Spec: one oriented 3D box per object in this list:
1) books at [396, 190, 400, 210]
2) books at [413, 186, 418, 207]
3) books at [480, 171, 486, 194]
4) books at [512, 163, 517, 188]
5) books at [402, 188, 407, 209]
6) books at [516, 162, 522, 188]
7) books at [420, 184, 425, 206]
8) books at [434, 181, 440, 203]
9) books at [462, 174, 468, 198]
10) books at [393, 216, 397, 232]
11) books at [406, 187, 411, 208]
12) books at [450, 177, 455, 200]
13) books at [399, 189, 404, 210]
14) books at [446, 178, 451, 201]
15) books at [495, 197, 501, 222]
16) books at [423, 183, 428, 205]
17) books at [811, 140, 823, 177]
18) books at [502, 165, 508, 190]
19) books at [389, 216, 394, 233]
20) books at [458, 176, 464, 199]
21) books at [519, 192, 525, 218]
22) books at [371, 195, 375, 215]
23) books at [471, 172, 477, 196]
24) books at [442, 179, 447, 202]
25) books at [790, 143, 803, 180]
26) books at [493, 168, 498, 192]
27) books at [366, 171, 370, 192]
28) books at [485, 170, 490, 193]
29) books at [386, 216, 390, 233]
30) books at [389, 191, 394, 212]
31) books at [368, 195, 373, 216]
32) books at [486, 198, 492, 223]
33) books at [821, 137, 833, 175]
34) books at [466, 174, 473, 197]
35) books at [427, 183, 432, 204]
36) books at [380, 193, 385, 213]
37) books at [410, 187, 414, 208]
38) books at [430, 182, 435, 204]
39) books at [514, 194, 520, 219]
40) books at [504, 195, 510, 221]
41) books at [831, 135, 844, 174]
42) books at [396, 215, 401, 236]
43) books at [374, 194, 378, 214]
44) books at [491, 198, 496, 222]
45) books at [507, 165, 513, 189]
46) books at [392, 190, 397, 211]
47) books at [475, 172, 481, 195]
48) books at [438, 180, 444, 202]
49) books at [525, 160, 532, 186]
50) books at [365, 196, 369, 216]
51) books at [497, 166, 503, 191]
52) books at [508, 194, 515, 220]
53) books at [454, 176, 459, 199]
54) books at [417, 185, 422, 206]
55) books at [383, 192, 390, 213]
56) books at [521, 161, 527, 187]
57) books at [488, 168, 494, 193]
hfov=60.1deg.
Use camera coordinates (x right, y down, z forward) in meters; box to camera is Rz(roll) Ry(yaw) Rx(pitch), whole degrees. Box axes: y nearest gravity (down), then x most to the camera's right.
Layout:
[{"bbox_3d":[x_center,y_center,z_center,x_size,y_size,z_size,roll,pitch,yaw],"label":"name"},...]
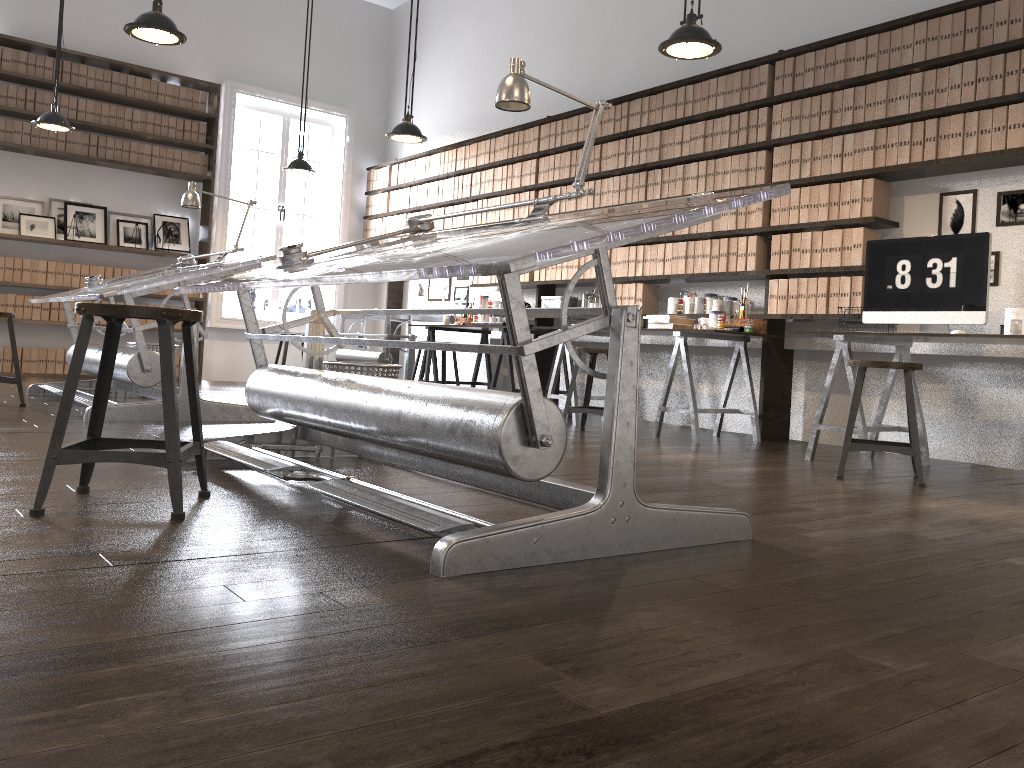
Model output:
[{"bbox_3d":[-1.134,-1.931,9.374,0.174,0.226,0.067,3,-1,-37],"label":"books"},{"bbox_3d":[-0.922,-1.909,9.097,0.174,0.226,0.067,3,-1,-37],"label":"books"},{"bbox_3d":[-0.199,-1.834,8.145,0.174,0.226,0.067,3,-1,-37],"label":"books"},{"bbox_3d":[0.091,-1.804,7.762,0.174,0.226,0.067,3,-1,-37],"label":"books"},{"bbox_3d":[-1.051,-1.922,9.276,0.174,0.226,0.067,3,-1,-37],"label":"books"},{"bbox_3d":[0.127,-1.799,7.702,0.174,0.226,0.067,3,-1,-37],"label":"books"},{"bbox_3d":[-0.834,-1.900,8.986,0.174,0.226,0.067,3,-1,-37],"label":"books"},{"bbox_3d":[-0.675,-1.883,8.768,0.174,0.226,0.067,3,-1,-37],"label":"books"},{"bbox_3d":[-0.374,-1.852,8.377,0.174,0.226,0.067,3,-1,-37],"label":"books"},{"bbox_3d":[-1.170,-1.665,9.408,0.174,0.226,0.067,3,-1,-37],"label":"books"},{"bbox_3d":[-1.011,-1.918,9.213,0.174,0.226,0.067,3,-1,-37],"label":"books"},{"bbox_3d":[-0.507,-1.865,8.542,0.174,0.226,0.067,3,-1,-37],"label":"books"},{"bbox_3d":[-1.092,-1.927,9.327,0.174,0.226,0.067,3,-1,-37],"label":"books"},{"bbox_3d":[-0.547,-1.870,8.602,0.174,0.226,0.067,3,-1,-37],"label":"books"},{"bbox_3d":[-0.058,-1.550,7.924,0.174,0.226,0.067,3,-1,-37],"label":"books"},{"bbox_3d":[-0.798,-1.896,8.929,0.174,0.226,0.067,3,-1,-37],"label":"books"},{"bbox_3d":[1.891,-1.346,5.347,0.174,0.226,0.067,3,-1,-37],"label":"books"},{"bbox_3d":[0.002,-1.813,7.870,0.174,0.226,0.067,3,-1,-37],"label":"books"},{"bbox_3d":[-1.215,-1.670,9.461,0.174,0.226,0.067,3,-1,-37],"label":"books"},{"bbox_3d":[-0.421,-1.857,8.437,0.174,0.226,0.067,3,-1,-37],"label":"books"},{"bbox_3d":[0.150,-1.528,7.655,0.174,0.226,0.067,3,-1,-37],"label":"books"},{"bbox_3d":[-1.460,-1.970,9.814,0.174,0.226,0.067,3,-1,-37],"label":"books"},{"bbox_3d":[-0.284,-1.843,8.258,0.174,0.226,0.067,3,-1,-37],"label":"books"},{"bbox_3d":[-0.586,-1.874,8.660,0.174,0.226,0.067,3,-1,-37],"label":"books"},{"bbox_3d":[1.799,-1.355,5.456,0.174,0.226,0.067,3,-1,-37],"label":"books"},{"bbox_3d":[-0.077,-1.821,7.980,0.174,0.226,0.067,3,-1,-37],"label":"books"},{"bbox_3d":[-1.538,-2.257,9.939,0.174,0.226,0.067,3,-1,-37],"label":"books"},{"bbox_3d":[-0.157,-1.829,8.088,0.174,0.226,0.067,3,-1,-37],"label":"books"},{"bbox_3d":[-1.261,-1.674,9.517,0.174,0.226,0.067,3,-1,-37],"label":"books"},{"bbox_3d":[-1.218,-1.940,9.492,0.174,0.226,0.067,3,-1,-37],"label":"books"},{"bbox_3d":[-1.506,-1.975,9.871,0.174,0.226,0.067,3,-1,-37],"label":"books"},{"bbox_3d":[-0.138,-1.558,8.039,0.174,0.226,0.067,3,-1,-37],"label":"books"},{"bbox_3d":[1.931,-1.342,5.290,0.174,0.226,0.067,3,-1,-37],"label":"books"},{"bbox_3d":[-0.334,-1.848,8.315,0.174,0.226,0.067,3,-1,-37],"label":"books"},{"bbox_3d":[-0.754,-1.891,8.879,0.174,0.226,0.067,3,-1,-37],"label":"books"},{"bbox_3d":[-1.340,-1.958,9.658,0.174,0.226,0.067,3,-1,-37],"label":"books"},{"bbox_3d":[-0.961,-1.913,9.157,0.174,0.226,0.067,3,-1,-37],"label":"books"},{"bbox_3d":[-0.717,-1.887,8.827,0.174,0.226,0.067,3,-1,-37],"label":"books"},{"bbox_3d":[0.108,-1.533,7.711,0.174,0.226,0.067,3,-1,-37],"label":"books"},{"bbox_3d":[0.026,-1.541,7.818,0.174,0.226,0.067,3,-1,-37],"label":"books"},{"bbox_3d":[1.971,-1.338,5.232,0.174,0.226,0.067,3,-1,-37],"label":"books"},{"bbox_3d":[-1.129,-1.661,9.351,0.174,0.226,0.067,3,-1,-37],"label":"books"},{"bbox_3d":[-1.421,-1.967,9.765,0.174,0.226,0.067,3,-1,-37],"label":"books"},{"bbox_3d":[-0.097,-1.554,7.982,0.174,0.226,0.067,3,-1,-37],"label":"books"},{"bbox_3d":[0.047,-1.808,7.816,0.174,0.226,0.067,3,-1,-37],"label":"books"},{"bbox_3d":[-1.177,-1.935,9.432,0.174,0.226,0.067,3,-1,-37],"label":"books"},{"bbox_3d":[-0.245,-1.838,8.199,0.174,0.226,0.067,3,-1,-37],"label":"books"},{"bbox_3d":[-0.630,-1.879,8.715,0.174,0.226,0.067,3,-1,-37],"label":"books"},{"bbox_3d":[0.208,-1.791,7.600,0.174,0.226,0.067,3,-1,-37],"label":"books"},{"bbox_3d":[-1.545,-1.979,9.929,0.174,0.226,0.067,3,-1,-37],"label":"books"},{"bbox_3d":[-0.040,-1.817,7.929,0.174,0.226,0.067,3,-1,-37],"label":"books"},{"bbox_3d":[0.062,-1.537,7.762,0.174,0.226,0.067,3,-1,-37],"label":"books"},{"bbox_3d":[-0.463,-1.861,8.484,0.174,0.226,0.067,3,-1,-37],"label":"books"},{"bbox_3d":[-0.876,-1.904,9.043,0.174,0.226,0.067,3,-1,-37],"label":"books"},{"bbox_3d":[-1.297,-1.954,9.602,0.174,0.226,0.067,3,-1,-37],"label":"books"},{"bbox_3d":[0.171,-1.795,7.651,0.174,0.226,0.067,3,-1,-37],"label":"books"},{"bbox_3d":[-0.121,-1.825,8.031,0.174,0.226,0.067,3,-1,-37],"label":"books"}]
